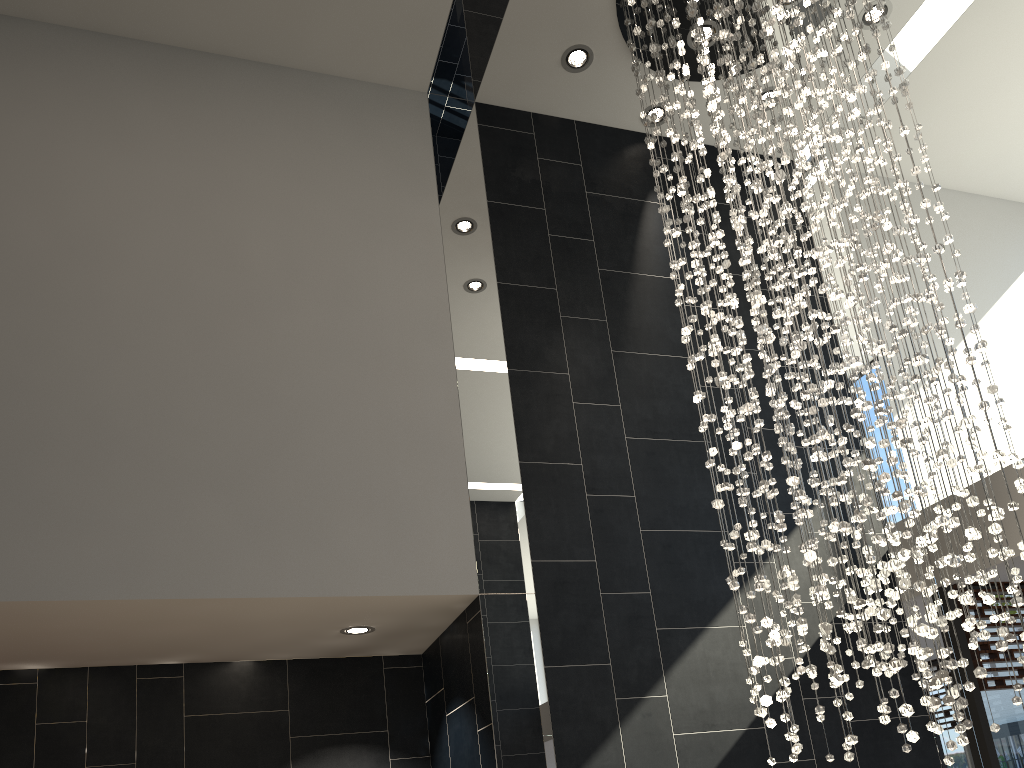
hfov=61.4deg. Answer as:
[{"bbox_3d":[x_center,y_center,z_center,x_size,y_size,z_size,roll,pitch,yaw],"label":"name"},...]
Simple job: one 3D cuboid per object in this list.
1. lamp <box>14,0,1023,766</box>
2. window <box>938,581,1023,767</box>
[{"bbox_3d":[-8.730,-40.612,11.988,400.147,105.688,432.048,-9,-27,4],"label":"lamp"},{"bbox_3d":[4.660,-0.396,2.943,2.359,5.536,6.646,0,-24,-20],"label":"window"}]
